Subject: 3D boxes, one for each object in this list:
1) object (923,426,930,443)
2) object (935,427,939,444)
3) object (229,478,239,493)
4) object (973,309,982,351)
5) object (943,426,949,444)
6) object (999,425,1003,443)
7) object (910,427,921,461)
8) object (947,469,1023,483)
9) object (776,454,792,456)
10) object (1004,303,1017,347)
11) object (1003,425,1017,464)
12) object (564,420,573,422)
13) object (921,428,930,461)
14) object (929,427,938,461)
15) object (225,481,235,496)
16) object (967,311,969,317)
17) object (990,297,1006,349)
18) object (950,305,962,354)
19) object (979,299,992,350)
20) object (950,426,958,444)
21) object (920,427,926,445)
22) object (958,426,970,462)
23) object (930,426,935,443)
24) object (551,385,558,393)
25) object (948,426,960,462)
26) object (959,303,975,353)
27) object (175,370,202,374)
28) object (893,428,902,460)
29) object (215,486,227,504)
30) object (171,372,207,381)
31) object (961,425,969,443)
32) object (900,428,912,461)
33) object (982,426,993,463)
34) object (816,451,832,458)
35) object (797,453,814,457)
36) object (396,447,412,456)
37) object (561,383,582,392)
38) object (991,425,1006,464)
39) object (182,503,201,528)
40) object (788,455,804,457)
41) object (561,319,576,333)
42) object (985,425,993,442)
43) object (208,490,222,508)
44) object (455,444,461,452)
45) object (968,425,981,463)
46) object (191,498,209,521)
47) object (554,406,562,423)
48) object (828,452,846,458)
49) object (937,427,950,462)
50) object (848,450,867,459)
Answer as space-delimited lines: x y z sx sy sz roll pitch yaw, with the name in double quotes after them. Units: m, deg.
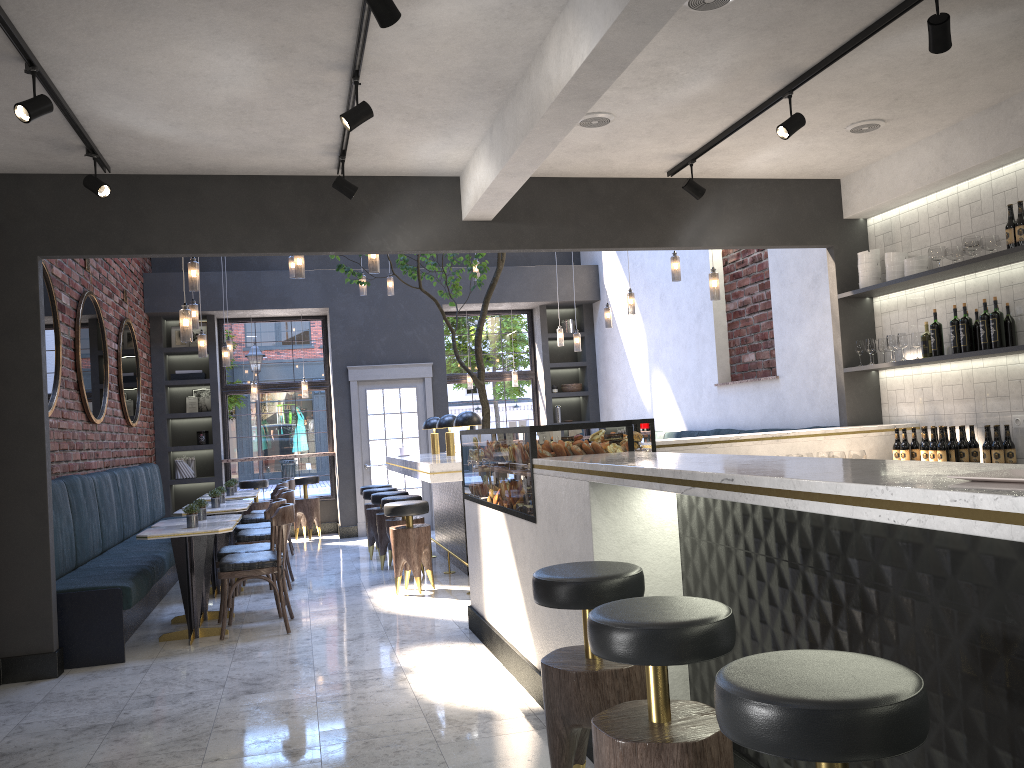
2.825 0.427 6.039 0.070 0.279 0.069 -4 -2 18 "object"
2.746 0.417 5.736 0.070 0.279 0.069 -3 -2 -12 "object"
-3.188 1.160 10.147 0.118 0.165 0.123 -2 -3 -36 "object"
2.932 -0.334 5.579 0.065 0.280 0.065 -5 -3 29 "object"
2.819 0.413 5.753 0.070 0.279 0.069 -2 -3 -37 "object"
2.977 0.390 5.421 0.070 0.279 0.069 -2 -3 -37 "object"
2.698 0.430 5.933 0.069 0.279 0.070 -5 -3 38 "object"
0.944 0.122 1.555 0.176 0.097 0.301 -2 -3 -23 "object"
1.798 0.541 5.842 0.114 0.147 0.114 -3 -2 -9 "object"
2.992 -0.349 5.335 0.065 0.280 0.065 -5 -3 29 "object"
2.996 0.385 5.348 0.069 0.279 0.070 -4 -2 8 "object"
0.808 0.537 12.738 0.130 0.026 0.130 -2 -3 -31 "object"
2.673 0.421 5.718 0.069 0.279 0.070 -5 -3 38 "object"
2.691 0.416 5.646 0.070 0.279 0.069 -2 -3 -37 "object"
-3.050 1.124 9.582 0.118 0.165 0.123 -2 -3 -36 "object"
2.912 -0.328 5.661 0.065 0.280 0.065 -5 -3 29 "object"
2.905 -0.364 5.309 0.072 0.319 0.072 -2 -3 -30 "object"
2.825 -0.343 5.634 0.072 0.319 0.072 -2 -3 -30 "object"
2.885 -0.358 5.391 0.072 0.319 0.072 -2 -3 -30 "object"
2.836 0.409 5.682 0.070 0.279 0.069 -3 -2 -7 "object"
2.771 0.426 5.949 0.070 0.279 0.069 -3 -2 -7 "object"
2.853 0.404 5.610 0.069 0.279 0.070 -5 -3 38 "object"
2.844 0.422 5.967 0.070 0.279 0.069 -2 -3 -37 "object"
0.607 0.076 12.789 0.116 0.119 0.117 -2 -3 -38 "object"
2.782 0.408 5.591 0.070 0.279 0.069 -3 -2 -12 "object"
2.845 -0.348 5.553 0.072 0.319 0.072 -2 -3 -30 "object"
-4.241 -0.150 11.620 0.327 0.039 0.227 -2 -3 -24 "object"
2.608 0.438 5.986 0.069 0.279 0.070 -5 -3 38 "object"
-2.767 1.051 8.421 0.118 0.165 0.123 -2 -3 -36 "object"
-4.230 -0.090 11.607 0.412 0.084 0.287 -3 -3 -14 "object"
2.909 0.405 5.700 0.070 0.279 0.069 -2 -3 -37 "object"
2.626 0.433 5.913 0.070 0.279 0.069 -2 -3 -37 "object"
2.905 0.393 5.403 0.070 0.279 0.069 -3 -2 -7 "object"
2.091 0.526 5.914 0.114 0.147 0.114 -3 -2 -9 "object"
1.945 0.533 5.878 0.114 0.147 0.114 -3 -2 -9 "object"
-1.225 0.764 10.024 0.176 0.098 0.204 -3 -3 -9 "object"
0.870 0.062 12.878 0.305 0.123 0.305 -4 -3 7 "object"
2.922 0.389 5.331 0.069 0.279 0.070 -5 -3 38 "object"
-2.198 0.903 6.089 0.118 0.165 0.123 -2 -3 -36 "object"
1.830 0.533 5.714 0.114 0.147 0.114 -3 -2 -9 "object"
0.831 -0.831 12.931 0.214 0.215 0.213 -3 -2 -4 "object"
2.959 0.394 5.493 0.070 0.279 0.069 -4 -2 18 "object"
-2.629 1.015 7.856 0.118 0.165 0.123 -2 -3 -36 "object"
-0.646 0.737 10.200 0.176 0.097 0.301 -2 -3 -23 "object"
2.927 0.401 5.627 0.069 0.279 0.070 -4 -2 8 "object"
-2.336 0.938 6.654 0.118 0.165 0.123 -2 -3 -36 "object"
0.663 0.434 12.736 0.098 0.247 0.098 -5 -3 25 "object"
2.122 0.518 5.786 0.114 0.147 0.114 -3 -2 -9 "object"
2.709 0.412 5.572 0.070 0.279 0.069 -2 -3 -27 "object"
2.269 0.510 5.823 0.114 0.147 0.114 -3 -2 -9 "object"
